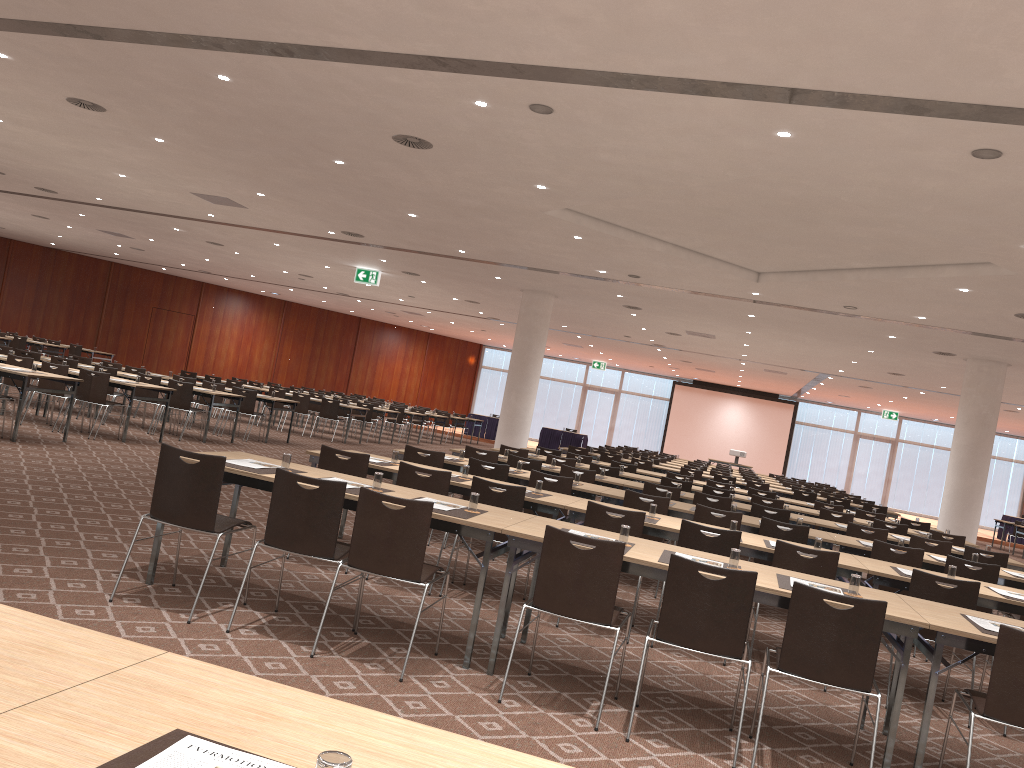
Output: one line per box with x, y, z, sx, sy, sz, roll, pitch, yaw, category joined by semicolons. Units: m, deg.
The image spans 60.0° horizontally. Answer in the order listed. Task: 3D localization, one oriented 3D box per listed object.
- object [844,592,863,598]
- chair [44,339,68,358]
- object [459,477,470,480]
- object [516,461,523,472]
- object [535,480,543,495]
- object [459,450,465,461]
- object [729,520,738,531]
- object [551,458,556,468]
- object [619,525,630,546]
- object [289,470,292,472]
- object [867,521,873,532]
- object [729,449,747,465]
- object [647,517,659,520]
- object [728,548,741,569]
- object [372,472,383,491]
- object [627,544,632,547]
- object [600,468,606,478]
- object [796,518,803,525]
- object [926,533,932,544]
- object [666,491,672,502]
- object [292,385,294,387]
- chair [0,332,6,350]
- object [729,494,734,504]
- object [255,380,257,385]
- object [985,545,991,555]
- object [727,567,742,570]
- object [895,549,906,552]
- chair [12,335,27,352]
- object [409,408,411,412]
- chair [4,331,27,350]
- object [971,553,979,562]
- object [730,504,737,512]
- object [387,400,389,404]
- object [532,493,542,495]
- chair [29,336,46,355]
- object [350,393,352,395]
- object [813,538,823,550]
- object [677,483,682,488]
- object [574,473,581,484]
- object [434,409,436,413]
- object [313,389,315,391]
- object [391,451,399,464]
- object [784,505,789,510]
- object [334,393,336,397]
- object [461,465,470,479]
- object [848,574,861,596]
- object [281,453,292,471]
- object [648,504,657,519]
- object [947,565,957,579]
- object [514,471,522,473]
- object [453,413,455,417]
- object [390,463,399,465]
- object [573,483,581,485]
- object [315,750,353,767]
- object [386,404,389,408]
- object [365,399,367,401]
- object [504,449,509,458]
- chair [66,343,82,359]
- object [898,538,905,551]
1.913;1.183;4.971;0.102;0.001;0.102;11;-1;-20;object
-13.558;-0.816;26.342;0.535;0.939;0.614;10;-1;15;chair
-0.409;0.813;7.615;0.102;0.001;0.102;12;-2;-42;object
0.080;0.893;9.565;0.054;0.114;0.054;11;-1;-20;object
0.226;0.870;7.460;0.054;0.114;0.054;11;-1;-42;object
-0.549;0.780;9.732;0.054;0.114;0.054;11;-1;-42;object
1.768;1.148;7.084;0.054;0.114;0.054;11;-1;3;object
0.540;1.025;11.513;0.054;0.114;0.054;11;-1;3;object
0.669;0.900;5.284;0.054;0.114;0.054;11;-1;-20;object
-1.500;0.567;5.831;0.102;0.001;0.102;11;-1;-20;object
4.266;1.697;10.566;0.054;0.114;0.054;11;-1;-20;object
7.862;2.553;30.959;0.575;0.472;0.615;10;-1;14;object
1.146;1.094;7.222;0.102;0.001;0.102;11;-1;-20;object
1.287;1.012;5.130;0.054;0.114;0.054;11;-1;-20;object
-0.862;0.625;5.691;0.054;0.114;0.054;11;-1;-42;object
0.664;0.958;5.292;0.102;0.001;0.102;11;-1;-20;object
1.161;1.137;11.346;0.054;0.114;0.054;11;-1;-20;object
2.867;1.395;8.846;0.054;0.114;0.054;11;-1;-42;object
4.886;1.808;10.393;0.054;0.114;0.054;11;-1;-20;object
1.619;1.170;9.162;0.054;0.114;0.054;11;-1;-42;object
-6.197;0.094;25.061;0.054;0.114;0.054;11;-1;-20;object
-14.014;-0.950;24.323;0.535;0.939;0.614;10;-1;14;chair
2.709;1.416;10.951;0.054;0.114;0.054;11;-1;3;object
-6.677;-0.042;23.130;0.054;0.114;0.054;11;-1;-42;object
5.501;1.920;10.248;0.054;0.114;0.054;11;-1;3;object
1.296;1.072;5.132;0.102;0.001;0.102;11;-1;-20;object
3.777;1.617;8.611;0.102;0.001;0.102;10;-1;3;object
-13.388;-0.835;24.238;0.535;0.939;0.614;10;-1;15;chair
-2.783;0.709;24.195;0.054;0.114;0.054;11;-1;3;object
-15.017;-1.079;26.713;0.535;0.939;0.614;10;-1;15;chair
4.415;1.674;8.461;0.054;0.114;0.054;11;-1;-20;object
2.249;1.284;9.008;0.054;0.114;0.054;11;-1;-42;object
-4.014;0.586;28.637;0.054;0.114;0.054;11;-1;-20;object
0.213;0.926;7.458;0.102;0.001;0.102;10;-1;3;object
-14.161;-0.922;26.623;0.535;0.939;0.614;10;-1;13;chair
-5.253;0.363;28.949;0.054;0.114;0.054;11;-1;-20;object
2.388;1.260;6.923;0.054;0.114;0.054;11;-1;3;object
2.094;1.305;11.115;0.054;0.114;0.054;11;-1;3;object
0.693;1.003;9.406;0.054;0.114;0.054;11;-1;-20;object
-2.466;0.865;28.236;0.054;0.114;0.054;11;-1;3;object
-5.571;0.207;24.911;0.054;0.114;0.054;11;-1;-20;object
-1.027;0.644;7.777;0.054;0.114;0.054;11;-1;3;object
3.334;1.529;10.789;0.054;0.114;0.054;11;-1;-42;object
-4.950;0.319;24.747;0.054;0.114;0.054;11;-1;-20;object
-0.401;0.757;7.633;0.054;0.114;0.054;10;-1;25;object
1.917;1.125;4.966;0.054;0.114;0.054;11;-1;-20;object
-1.486;0.512;5.833;0.054;0.114;0.054;11;-1;-20;object
1.146;1.035;7.223;0.054;0.114;0.054;11;-1;3;object
3.315;1.427;6.684;0.054;0.114;0.054;11;-1;-42;object
0.071;0.949;9.554;0.102;0.001;0.102;10;-1;3;object
-1.846;0.977;28.080;0.054;0.114;0.054;11;-1;3;object
-1.018;0.704;7.774;0.102;0.001;0.102;10;-1;3;object
0.698;1.062;9.398;0.102;0.001;0.102;10;-1;3;object
-0.282;0.629;1.362;0.054;0.114;0.054;11;-1;-20;object
-3.421;0.594;24.352;0.054;0.114;0.054;11;-1;3;object
-4.038;0.483;24.515;0.054;0.114;0.054;11;-1;3;object
-0.075;0.914;11.669;0.054;0.114;0.054;11;-1;3;object
-12.889;-0.693;26.299;0.535;0.939;0.614;10;-1;15;chair
3.783;1.561;8.627;0.054;0.114;0.054;10;-1;25;object
